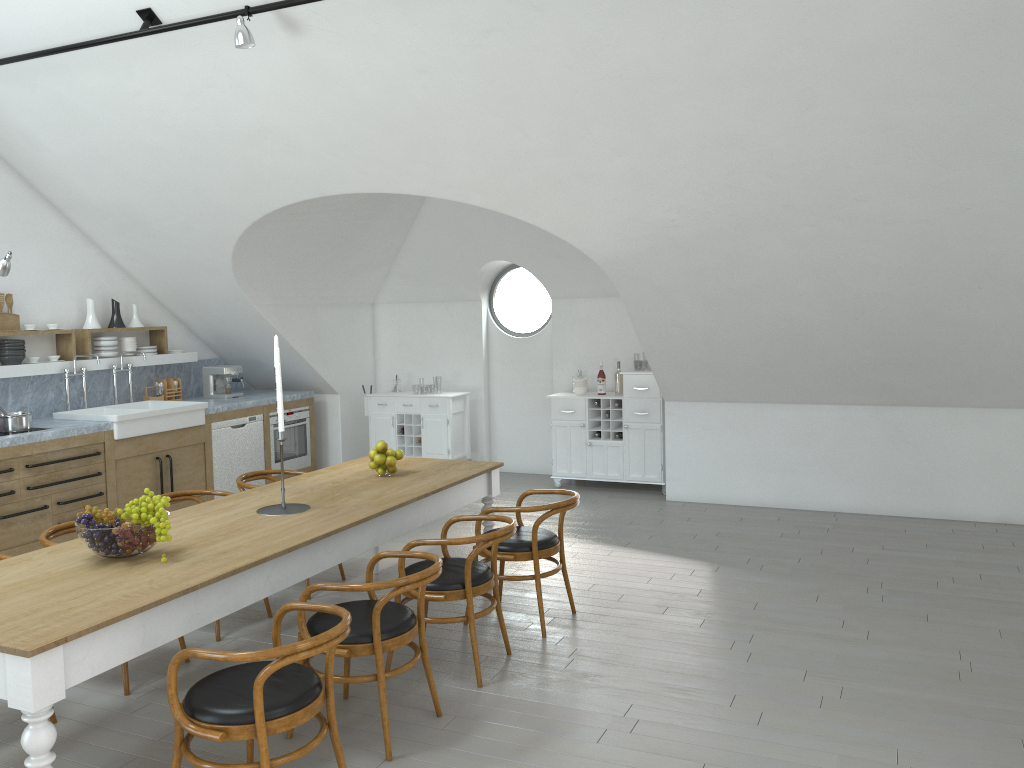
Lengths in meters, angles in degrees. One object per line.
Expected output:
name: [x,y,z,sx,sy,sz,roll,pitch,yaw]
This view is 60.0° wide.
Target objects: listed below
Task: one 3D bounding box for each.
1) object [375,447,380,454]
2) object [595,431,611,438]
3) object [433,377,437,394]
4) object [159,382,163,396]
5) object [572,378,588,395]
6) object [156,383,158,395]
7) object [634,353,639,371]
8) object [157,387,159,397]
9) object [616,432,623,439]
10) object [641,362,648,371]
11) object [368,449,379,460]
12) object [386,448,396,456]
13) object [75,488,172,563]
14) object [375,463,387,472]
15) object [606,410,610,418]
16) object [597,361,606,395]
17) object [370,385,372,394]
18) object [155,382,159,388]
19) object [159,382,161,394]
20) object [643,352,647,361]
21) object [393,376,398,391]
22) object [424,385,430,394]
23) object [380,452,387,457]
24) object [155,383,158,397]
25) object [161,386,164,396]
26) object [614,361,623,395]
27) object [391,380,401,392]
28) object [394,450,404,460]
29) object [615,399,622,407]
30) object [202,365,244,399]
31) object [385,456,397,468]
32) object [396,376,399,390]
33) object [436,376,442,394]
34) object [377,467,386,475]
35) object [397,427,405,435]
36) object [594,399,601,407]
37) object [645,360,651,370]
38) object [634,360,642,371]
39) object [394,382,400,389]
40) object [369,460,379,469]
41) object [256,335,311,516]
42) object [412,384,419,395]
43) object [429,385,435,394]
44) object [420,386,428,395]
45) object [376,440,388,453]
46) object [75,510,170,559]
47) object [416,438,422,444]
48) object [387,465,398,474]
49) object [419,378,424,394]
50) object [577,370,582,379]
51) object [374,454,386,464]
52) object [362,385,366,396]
object: [-0.800,0.398,5.354,0.062,0.059,0.062,0,4,25]
object: [0.919,0.482,8.723,0.156,0.085,0.331,1,5,25]
object: [-0.808,0.013,9.381,0.054,0.178,0.054,-1,3,2]
object: [-3.329,0.080,8.414,0.040,0.192,0.042,-3,4,-29]
object: [0.677,0.026,8.808,0.158,0.160,0.154,-4,5,-37]
object: [-3.368,0.084,8.419,0.020,0.196,0.018,1,4,34]
object: [1.202,-0.209,8.545,0.048,0.169,0.048,-3,4,-33]
object: [-3.350,0.095,8.396,0.019,0.178,0.044,-2,3,-11]
object: [1.075,0.488,8.646,0.081,0.081,0.359,0,5,22]
object: [1.266,-0.167,8.527,0.077,0.085,0.077,1,5,32]
object: [-0.820,0.421,5.271,0.066,0.071,0.072,-2,4,-6]
object: [-0.721,0.411,5.264,0.058,0.057,0.053,2,5,39]
object: [-1.579,0.569,3.618,0.394,0.284,0.293,-2,4,-11]
object: [-0.785,0.496,5.317,0.080,0.074,0.078,-3,4,-21]
object: [0.981,0.289,8.686,0.085,0.085,0.331,0,5,24]
object: [0.883,-0.058,8.737,0.081,0.329,0.081,0,3,20]
object: [-1.521,0.142,9.548,0.029,0.268,0.088,-4,4,-39]
object: [-3.374,0.080,8.434,0.040,0.192,0.042,-3,4,-28]
object: [-3.347,0.083,8.421,0.023,0.196,0.018,0,3,19]
object: [1.303,-0.226,8.650,0.054,0.178,0.054,0,3,19]
object: [-1.274,-0.013,9.699,0.039,0.175,0.054,0,4,24]
object: [-0.882,0.056,9.403,0.094,0.093,0.093,-1,4,12]
object: [-0.763,0.416,5.318,0.053,0.050,0.053,-2,4,-4]
object: [-3.366,0.085,8.409,0.019,0.196,0.022,-1,3,13]
object: [-3.331,0.091,8.429,0.044,0.178,0.020,-1,3,9]
object: [1.045,-0.056,8.657,0.085,0.330,0.085,-2,3,-16]
object: [-1.266,0.022,9.693,0.101,0.137,0.067,0,4,24]
object: [-0.679,0.424,5.303,0.063,0.063,0.062,-2,4,-13]
object: [1.069,0.185,8.623,0.087,0.084,0.360,0,5,24]
object: [-2.837,-0.021,8.880,0.386,0.320,0.325,0,4,24]
object: [-0.717,0.459,5.233,0.071,0.072,0.071,-2,4,-11]
object: [-1.251,-0.010,9.673,0.039,0.164,0.024,1,4,37]
object: [-0.770,0.013,9.329,0.063,0.186,0.063,-1,3,10]
object: [-0.772,0.515,5.252,0.050,0.050,0.051,1,4,28]
object: [-1.120,0.494,9.394,0.082,0.085,0.318,0,5,25]
object: [0.883,0.178,8.716,0.092,0.094,0.360,0,5,25]
object: [1.324,-0.180,8.585,0.071,0.098,0.071,1,4,33]
object: [1.205,-0.171,8.465,0.082,0.105,0.082,-3,4,-27]
object: [-1.262,0.002,9.698,0.097,0.136,0.029,1,4,28]
object: [-0.819,0.478,5.250,0.059,0.056,0.059,0,4,19]
object: [-1.156,0.190,4.492,0.265,0.873,0.776,-1,4,-1]
object: [-1.010,0.060,9.320,0.082,0.105,0.082,2,5,38]
object: [-0.840,0.059,9.322,0.071,0.098,0.071,-5,5,-42]
object: [-0.923,0.068,9.322,0.077,0.085,0.077,-1,4,12]
object: [-0.773,0.372,5.276,0.072,0.074,0.072,0,4,24]
object: [-1.594,0.630,3.645,0.360,0.159,0.361,-1,5,5]
object: [-0.921,0.595,9.352,0.082,0.083,0.317,0,5,24]
object: [-0.715,0.503,5.293,0.063,0.063,0.064,1,5,35]
object: [-0.954,0.022,9.378,0.048,0.169,0.048,-1,3,12]
object: [0.677,-0.039,9.050,0.115,0.208,0.065,0,4,27]
object: [-0.777,0.442,5.214,0.071,0.064,0.072,0,4,18]
object: [-1.571,0.141,9.571,0.088,0.268,0.029,-2,3,-2]
